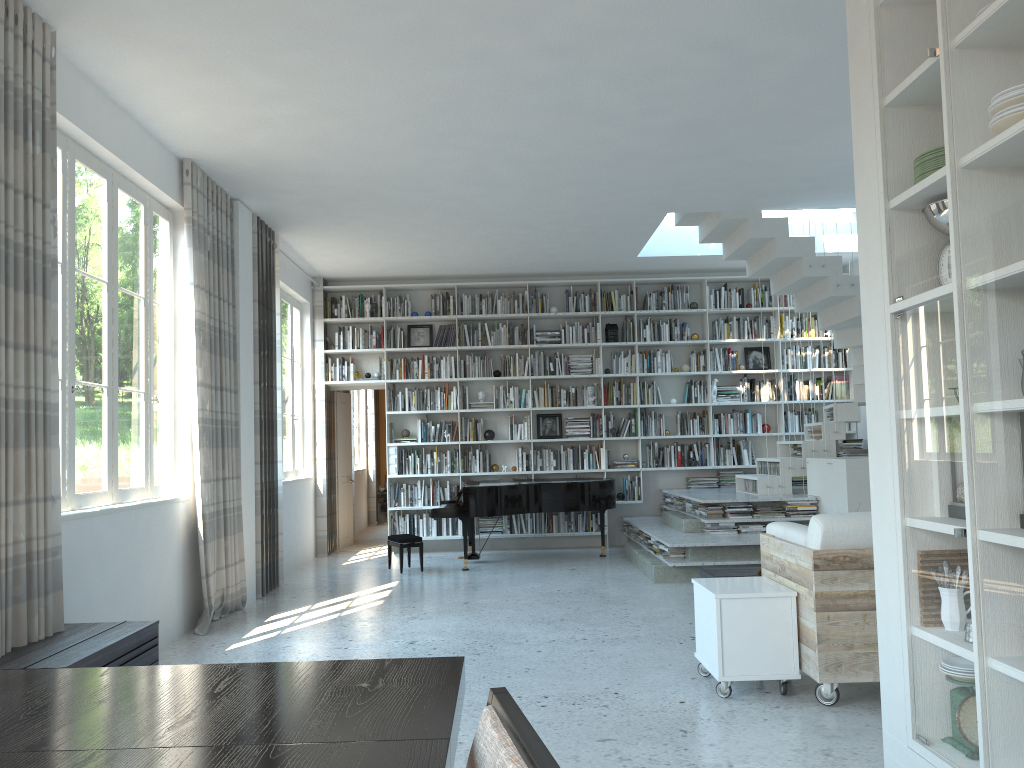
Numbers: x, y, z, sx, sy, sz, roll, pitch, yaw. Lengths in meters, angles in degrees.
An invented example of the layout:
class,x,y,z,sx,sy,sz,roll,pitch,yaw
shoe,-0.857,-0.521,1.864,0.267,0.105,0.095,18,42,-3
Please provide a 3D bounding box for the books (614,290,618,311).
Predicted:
class,x,y,z,sx,sy,sz,roll,pitch,yaw
books,1.241,-0.972,10.581,0.030,0.274,0.151,-2,-4,-1

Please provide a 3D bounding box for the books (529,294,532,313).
class,x,y,z,sx,sy,sz,roll,pitch,yaw
books,0.217,-0.935,10.548,0.026,0.253,0.185,-2,-4,-1

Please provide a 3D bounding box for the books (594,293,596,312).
class,x,y,z,sx,sy,sz,roll,pitch,yaw
books,0.979,-0.949,10.578,0.014,0.244,0.145,-2,-4,-1

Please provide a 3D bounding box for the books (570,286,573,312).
class,x,y,z,sx,sy,sz,roll,pitch,yaw
books,0.707,-0.987,10.556,0.010,0.331,0.186,-2,-4,-1

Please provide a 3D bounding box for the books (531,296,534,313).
class,x,y,z,sx,sy,sz,roll,pitch,yaw
books,0.242,-0.922,10.567,0.023,0.227,0.157,-2,-4,-1

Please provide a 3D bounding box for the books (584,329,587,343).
class,x,y,z,sx,sy,sz,roll,pitch,yaw
books,0.870,-0.554,10.533,0.029,0.188,0.176,-2,-4,-1

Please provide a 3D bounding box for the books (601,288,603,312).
class,x,y,z,sx,sy,sz,roll,pitch,yaw
books,1.070,-0.980,10.567,0.007,0.298,0.181,-2,-4,-1

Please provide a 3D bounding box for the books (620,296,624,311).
class,x,y,z,sx,sy,sz,roll,pitch,yaw
books,1.302,-0.938,10.560,0.024,0.201,0.180,-2,-4,-1

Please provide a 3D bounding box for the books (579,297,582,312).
class,x,y,z,sx,sy,sz,roll,pitch,yaw
books,0.808,-0.926,10.557,0.033,0.202,0.166,-2,-4,-1

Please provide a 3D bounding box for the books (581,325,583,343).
class,x,y,z,sx,sy,sz,roll,pitch,yaw
books,0.827,-0.576,10.556,0.011,0.239,0.139,-2,-4,-1

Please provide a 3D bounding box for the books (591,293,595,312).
class,x,y,z,sx,sy,sz,roll,pitch,yaw
books,0.959,-0.949,10.568,0.028,0.243,0.161,-2,-4,-1

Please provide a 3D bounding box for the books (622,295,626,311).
class,x,y,z,sx,sy,sz,roll,pitch,yaw
books,1.329,-0.945,10.557,0.031,0.213,0.169,-2,-4,-1

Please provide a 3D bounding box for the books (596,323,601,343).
class,x,y,z,sx,sy,sz,roll,pitch,yaw
books,1.014,-0.586,10.482,0.037,0.237,0.272,-2,-4,-1

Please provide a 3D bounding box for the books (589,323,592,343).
class,x,y,z,sx,sy,sz,roll,pitch,yaw
books,0.929,-0.591,10.551,0.029,0.261,0.133,-2,-4,-1

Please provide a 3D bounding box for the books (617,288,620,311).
class,x,y,z,sx,sy,sz,roll,pitch,yaw
books,1.261,-0.985,10.565,0.010,0.297,0.167,-2,-4,-1

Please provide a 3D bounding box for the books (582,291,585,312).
class,x,y,z,sx,sy,sz,roll,pitch,yaw
books,0.852,-0.961,10.550,0.010,0.270,0.180,-2,-4,-1

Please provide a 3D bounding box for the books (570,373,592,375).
class,x,y,z,sx,sy,sz,roll,pitch,yaw
books,0.811,-0.110,10.517,0.254,0.012,0.161,-1,-4,-5

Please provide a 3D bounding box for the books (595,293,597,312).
class,x,y,z,sx,sy,sz,roll,pitch,yaw
books,0.994,-0.948,10.569,0.014,0.238,0.153,-2,-4,-1

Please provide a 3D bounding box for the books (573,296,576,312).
class,x,y,z,sx,sy,sz,roll,pitch,yaw
books,0.739,-0.928,10.558,0.050,0.210,0.173,-2,-4,-1

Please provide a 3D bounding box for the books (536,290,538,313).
class,x,y,z,sx,sy,sz,roll,pitch,yaw
books,0.298,-0.958,10.565,0.010,0.296,0.153,-2,-4,-1

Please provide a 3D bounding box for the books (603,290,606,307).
class,x,y,z,sx,sy,sz,roll,pitch,yaw
books,1.105,-0.971,10.575,0.007,0.279,0.150,-2,-4,-1

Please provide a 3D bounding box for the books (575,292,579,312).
class,x,y,z,sx,sy,sz,roll,pitch,yaw
books,0.776,-0.957,10.578,0.028,0.269,0.140,-2,-4,-1

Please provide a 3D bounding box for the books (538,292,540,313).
class,x,y,z,sx,sy,sz,roll,pitch,yaw
books,0.320,-0.944,10.549,0.011,0.264,0.163,-2,-4,-1

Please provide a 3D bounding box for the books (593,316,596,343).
class,x,y,z,sx,sy,sz,roll,pitch,yaw
books,0.978,-0.629,10.548,0.012,0.334,0.156,-2,-4,-1

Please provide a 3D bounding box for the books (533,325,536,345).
class,x,y,z,sx,sy,sz,roll,pitch,yaw
books,0.265,-0.569,10.519,0.021,0.249,0.191,-2,-4,-1

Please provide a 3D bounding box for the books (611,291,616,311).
class,x,y,z,sx,sy,sz,roll,pitch,yaw
books,1.200,-0.962,10.559,0.054,0.254,0.191,-2,-4,-1

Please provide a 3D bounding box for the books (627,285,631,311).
class,x,y,z,sx,sy,sz,roll,pitch,yaw
books,1.396,-1.003,10.592,0.012,0.329,0.128,-2,-3,-1

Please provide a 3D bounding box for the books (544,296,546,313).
class,x,y,z,sx,sy,sz,roll,pitch,yaw
books,0.389,-0.922,10.558,0.016,0.219,0.144,-2,-4,-1

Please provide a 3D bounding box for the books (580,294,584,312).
class,x,y,z,sx,sy,sz,roll,pitch,yaw
books,0.836,-0.943,10.564,0.023,0.236,0.154,-2,-4,-1

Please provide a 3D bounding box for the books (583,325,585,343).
class,x,y,z,sx,sy,sz,roll,pitch,yaw
books,0.849,-0.574,10.538,0.012,0.230,0.158,-2,-4,-1

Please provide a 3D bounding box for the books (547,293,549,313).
class,x,y,z,sx,sy,sz,roll,pitch,yaw
books,0.429,-0.942,10.560,0.011,0.256,0.143,-2,-4,-1

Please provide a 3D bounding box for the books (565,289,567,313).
class,x,y,z,sx,sy,sz,roll,pitch,yaw
books,0.644,-0.966,10.557,0.014,0.292,0.176,-2,-4,-1

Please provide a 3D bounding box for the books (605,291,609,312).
class,x,y,z,sx,sy,sz,roll,pitch,yaw
books,1.126,-0.963,10.565,0.034,0.261,0.157,-2,-4,-1

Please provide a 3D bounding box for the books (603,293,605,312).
class,x,y,z,sx,sy,sz,roll,pitch,yaw
books,1.093,-0.952,10.547,0.007,0.239,0.191,-2,-4,-1

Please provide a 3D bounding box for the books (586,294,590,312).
class,x,y,z,sx,sy,sz,roll,pitch,yaw
books,0.905,-0.942,10.587,0.026,0.233,0.137,-2,-4,-1

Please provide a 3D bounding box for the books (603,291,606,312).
class,x,y,z,sx,sy,sz,roll,pitch,yaw
books,1.099,-0.962,10.563,0.006,0.259,0.166,-2,-4,-1

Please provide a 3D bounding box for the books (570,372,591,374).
class,x,y,z,sx,sy,sz,roll,pitch,yaw
books,0.811,-0.122,10.520,0.254,0.012,0.161,-2,-4,2

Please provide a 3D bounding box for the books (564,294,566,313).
class,x,y,z,sx,sy,sz,roll,pitch,yaw
books,0.632,-0.941,10.573,0.012,0.245,0.151,-2,-4,-1

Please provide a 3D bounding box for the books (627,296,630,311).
class,x,y,z,sx,sy,sz,roll,pitch,yaw
books,1.381,-0.936,10.570,0.022,0.194,0.182,-2,-4,-1

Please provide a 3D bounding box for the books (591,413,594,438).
class,x,y,z,sx,sy,sz,roll,pitch,yaw
books,0.954,0.492,10.506,0.011,0.299,0.130,-2,-3,-1

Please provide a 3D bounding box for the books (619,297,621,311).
class,x,y,z,sx,sy,sz,roll,pitch,yaw
books,1.279,-0.927,10.558,0.022,0.180,0.173,-2,-4,-1

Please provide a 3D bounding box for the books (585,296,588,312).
class,x,y,z,sx,sy,sz,roll,pitch,yaw
books,0.882,-0.928,10.542,0.023,0.202,0.193,-2,-4,-1

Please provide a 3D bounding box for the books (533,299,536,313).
class,x,y,z,sx,sy,sz,roll,pitch,yaw
books,0.267,-0.907,10.553,0.026,0.194,0.166,-2,-4,-1

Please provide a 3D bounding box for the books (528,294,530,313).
class,x,y,z,sx,sy,sz,roll,pitch,yaw
books,0.198,-0.934,10.567,0.012,0.254,0.161,-2,-4,-1

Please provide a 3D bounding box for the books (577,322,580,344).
class,x,y,z,sx,sy,sz,roll,pitch,yaw
books,0.786,-0.591,10.541,0.023,0.269,0.185,-2,-4,-1

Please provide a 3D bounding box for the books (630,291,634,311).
class,x,y,z,sx,sy,sz,roll,pitch,yaw
books,1.418,-0.967,10.557,0.029,0.253,0.186,-2,-4,-1

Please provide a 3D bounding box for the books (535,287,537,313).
class,x,y,z,sx,sy,sz,roll,pitch,yaw
books,0.285,-0.979,10.571,0.014,0.340,0.145,-2,-3,-1

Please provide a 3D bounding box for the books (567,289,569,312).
class,x,y,z,sx,sy,sz,roll,pitch,yaw
books,0.667,-0.968,10.565,0.011,0.296,0.157,-2,-4,-1

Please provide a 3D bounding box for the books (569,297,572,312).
class,x,y,z,sx,sy,sz,roll,pitch,yaw
books,0.688,-0.924,10.575,0.031,0.208,0.147,-2,-4,-1

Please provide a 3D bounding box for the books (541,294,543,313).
class,x,y,z,sx,sy,sz,roll,pitch,yaw
books,0.361,-0.935,10.569,0.014,0.248,0.139,-2,-4,-1

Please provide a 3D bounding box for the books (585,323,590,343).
class,x,y,z,sx,sy,sz,roll,pitch,yaw
books,0.899,-0.584,10.534,0.032,0.248,0.173,-2,-4,-1

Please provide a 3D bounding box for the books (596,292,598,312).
class,x,y,z,sx,sy,sz,roll,pitch,yaw
books,1.011,-0.957,10.577,0.022,0.257,0.137,-2,-4,-1

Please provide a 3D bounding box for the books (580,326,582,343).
class,x,y,z,sx,sy,sz,roll,pitch,yaw
books,0.810,-0.569,10.531,0.023,0.222,0.191,-2,-4,-1

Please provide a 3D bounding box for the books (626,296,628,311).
class,x,y,z,sx,sy,sz,roll,pitch,yaw
books,1.357,-0.939,10.578,0.025,0.203,0.162,-2,-4,-1

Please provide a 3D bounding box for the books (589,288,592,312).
class,x,y,z,sx,sy,sz,roll,pitch,yaw
books,0.938,-0.980,10.577,0.012,0.308,0.138,-2,-3,-1

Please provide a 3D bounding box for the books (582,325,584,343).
class,x,y,z,sx,sy,sz,roll,pitch,yaw
books,0.838,-0.573,10.544,0.010,0.230,0.152,-2,-4,-1

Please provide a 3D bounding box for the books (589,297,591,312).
class,x,y,z,sx,sy,sz,roll,pitch,yaw
books,0.926,-0.928,10.580,0.014,0.204,0.135,-2,-4,-1

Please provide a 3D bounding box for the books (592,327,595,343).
class,x,y,z,sx,sy,sz,roll,pitch,yaw
books,0.959,-0.563,10.535,0.029,0.202,0.191,-2,-4,-1
